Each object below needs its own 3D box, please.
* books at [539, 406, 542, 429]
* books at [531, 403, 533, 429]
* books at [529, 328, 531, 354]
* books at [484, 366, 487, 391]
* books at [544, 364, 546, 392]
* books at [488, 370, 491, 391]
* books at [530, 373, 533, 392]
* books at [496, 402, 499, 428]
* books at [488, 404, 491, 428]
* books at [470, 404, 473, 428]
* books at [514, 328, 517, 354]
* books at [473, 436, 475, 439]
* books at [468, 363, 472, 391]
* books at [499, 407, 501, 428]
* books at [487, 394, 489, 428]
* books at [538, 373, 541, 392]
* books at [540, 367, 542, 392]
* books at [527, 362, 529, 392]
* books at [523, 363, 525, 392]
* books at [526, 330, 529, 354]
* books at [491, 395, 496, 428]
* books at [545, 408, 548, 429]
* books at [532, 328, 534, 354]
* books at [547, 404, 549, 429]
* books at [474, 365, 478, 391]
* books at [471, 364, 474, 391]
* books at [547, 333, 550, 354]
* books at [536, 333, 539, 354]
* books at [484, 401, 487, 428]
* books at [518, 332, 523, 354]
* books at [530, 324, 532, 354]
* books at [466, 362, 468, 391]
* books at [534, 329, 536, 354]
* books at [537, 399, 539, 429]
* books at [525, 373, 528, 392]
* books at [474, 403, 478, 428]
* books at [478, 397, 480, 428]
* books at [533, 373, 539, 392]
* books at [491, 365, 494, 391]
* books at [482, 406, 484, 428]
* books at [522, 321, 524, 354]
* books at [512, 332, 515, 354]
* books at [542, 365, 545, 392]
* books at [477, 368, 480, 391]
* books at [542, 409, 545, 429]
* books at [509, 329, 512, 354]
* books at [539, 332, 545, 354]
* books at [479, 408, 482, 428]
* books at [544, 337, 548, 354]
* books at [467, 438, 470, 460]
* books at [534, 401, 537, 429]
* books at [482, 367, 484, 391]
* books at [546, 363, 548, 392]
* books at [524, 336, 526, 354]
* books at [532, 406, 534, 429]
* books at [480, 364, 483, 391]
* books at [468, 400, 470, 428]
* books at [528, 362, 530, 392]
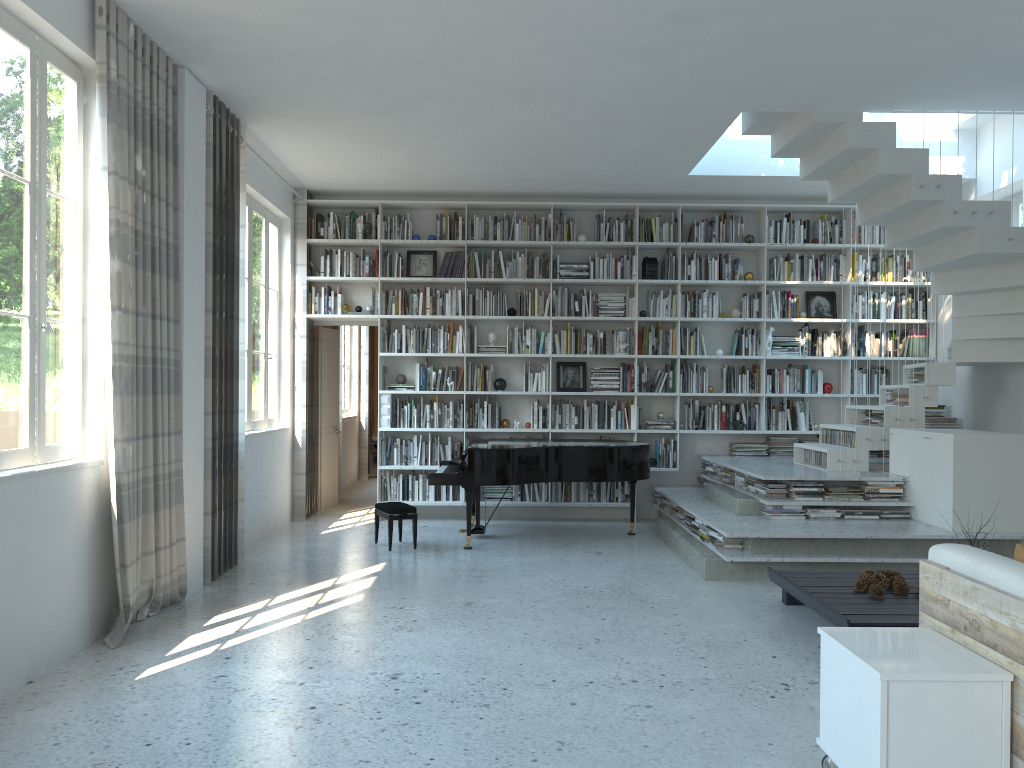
[{"bbox_3d":[0.283,0.334,8.860,0.029,0.221,0.153,0,0,-1],"label":"books"},{"bbox_3d":[0.197,0.317,8.868,0.012,0.254,0.161,0,0,-1],"label":"books"},{"bbox_3d":[0.176,-0.423,8.842,0.012,0.265,0.193,0,0,-1],"label":"books"},{"bbox_3d":[-0.265,-0.050,8.873,0.028,0.248,0.142,0,0,-1],"label":"books"},{"bbox_3d":[0.331,-0.061,8.850,0.011,0.279,0.187,0,0,-1],"label":"books"},{"bbox_3d":[-0.227,-0.034,8.850,0.028,0.216,0.175,0,0,-1],"label":"books"},{"bbox_3d":[0.190,-0.014,8.872,0.030,0.183,0.154,0,0,-1],"label":"books"},{"bbox_3d":[-0.145,0.310,8.850,0.027,0.261,0.163,0,0,-1],"label":"books"},{"bbox_3d":[-0.223,0.320,8.867,0.029,0.241,0.135,0,0,-1],"label":"books"},{"bbox_3d":[-0.405,0.319,8.852,0.030,0.239,0.157,0,0,-1],"label":"books"},{"bbox_3d":[0.036,-0.425,8.859,0.022,0.267,0.151,0,0,-1],"label":"books"},{"bbox_3d":[-0.385,0.668,8.865,0.013,0.288,0.161,0,0,-1],"label":"books"},{"bbox_3d":[-0.419,-0.070,8.855,0.025,0.284,0.145,0,0,-1],"label":"books"},{"bbox_3d":[-0.121,0.335,8.865,0.023,0.212,0.160,0,0,-1],"label":"books"},{"bbox_3d":[-0.243,0.271,8.875,0.013,0.339,0.138,0,0,-1],"label":"books"},{"bbox_3d":[0.274,-0.016,8.863,0.024,0.188,0.172,0,0,-1],"label":"books"},{"bbox_3d":[0.292,-0.044,8.852,0.012,0.244,0.171,0,0,-1],"label":"books"},{"bbox_3d":[0.158,-0.069,8.868,0.011,0.291,0.156,0,0,-1],"label":"books"},{"bbox_3d":[0.121,-0.066,8.861,0.012,0.285,0.159,0,0,-1],"label":"books"},{"bbox_3d":[0.156,-0.414,8.852,0.028,0.247,0.170,0,0,-1],"label":"books"},{"bbox_3d":[-0.183,0.276,8.851,0.050,0.328,0.166,0,0,-1],"label":"books"},{"bbox_3d":[0.340,0.344,8.867,0.024,0.201,0.158,0,0,-1],"label":"books"},{"bbox_3d":[0.205,-0.420,8.852,0.023,0.260,0.170,0,0,-1],"label":"books"},{"bbox_3d":[0.361,0.324,8.894,0.019,0.242,0.107,0,0,-1],"label":"books"},{"bbox_3d":[-0.363,-0.059,8.853,0.036,0.263,0.166,0,0,-1],"label":"books"},{"bbox_3d":[-0.394,-0.065,8.860,0.026,0.275,0.154,0,0,-1],"label":"books"},{"bbox_3d":[0.364,-0.397,8.871,0.026,0.217,0.126,0,0,-1],"label":"books"},{"bbox_3d":[0.251,-0.399,8.873,0.026,0.219,0.150,0,0,-1],"label":"books"},{"bbox_3d":[-0.263,0.305,8.849,0.027,0.269,0.185,0,0,-1],"label":"books"},{"bbox_3d":[0.083,-0.403,8.864,0.048,0.225,0.149,0,0,-1],"label":"books"},{"bbox_3d":[0.188,-0.441,8.851,0.011,0.301,0.178,0,0,-1],"label":"books"},{"bbox_3d":[-0.450,-0.070,8.864,0.012,0.285,0.159,0,0,-1],"label":"books"},{"bbox_3d":[0.227,-0.418,8.872,0.022,0.256,0.152,0,0,-1],"label":"books"},{"bbox_3d":[0.262,0.299,8.868,0.014,0.291,0.132,0,0,-1],"label":"books"},{"bbox_3d":[0.140,-0.016,8.857,0.025,0.186,0.154,0,0,-1],"label":"books"},{"bbox_3d":[-0.357,0.315,8.852,0.042,0.248,0.162,0,0,-1],"label":"books"},{"bbox_3d":[-0.329,0.283,8.851,0.014,0.313,0.166,0,0,-1],"label":"books"},{"bbox_3d":[0.234,-0.017,8.858,0.057,0.188,0.156,0,0,-1],"label":"books"},{"bbox_3d":[-0.199,-0.059,8.865,0.028,0.266,0.144,0,0,-1],"label":"books"},{"bbox_3d":[-0.287,0.332,8.853,0.021,0.215,0.172,0,0,-1],"label":"books"},{"bbox_3d":[0.112,-0.456,8.856,0.010,0.329,0.173,0,0,-1],"label":"books"},{"bbox_3d":[0.012,-0.405,8.874,0.024,0.227,0.137,0,0,-1],"label":"books"},{"bbox_3d":[0.312,-0.056,8.859,0.027,0.269,0.178,0,0,-1],"label":"books"},{"bbox_3d":[-0.333,-0.041,8.857,0.025,0.228,0.153,0,0,-1],"label":"books"},{"bbox_3d":[0.313,0.347,8.881,0.031,0.194,0.142,0,0,-1],"label":"books"},{"bbox_3d":[-0.014,-0.415,8.845,0.030,0.247,0.174,0,0,-1],"label":"books"},{"bbox_3d":[0.294,-0.403,8.850,0.060,0.227,0.179,0,0,-1],"label":"books"},{"bbox_3d":[-0.310,0.342,8.857,0.024,0.196,0.157,0,0,-1],"label":"books"},{"bbox_3d":[0.337,-0.379,8.869,0.027,0.181,0.142,0,0,-1],"label":"books"},{"bbox_3d":[-0.438,0.679,8.869,0.023,0.266,0.134,0,0,-1],"label":"books"},{"bbox_3d":[0.232,0.309,8.858,0.027,0.269,0.159,0,0,-1],"label":"books"},{"bbox_3d":[-0.286,-0.048,8.857,0.014,0.244,0.153,0,0,-1],"label":"books"},{"bbox_3d":[0.347,-0.062,8.853,0.021,0.281,0.162,0,0,-1],"label":"books"},{"bbox_3d":[0.129,-0.385,8.871,0.025,0.189,0.140,0,0,-1],"label":"books"},{"bbox_3d":[0.210,0.331,8.876,0.015,0.225,0.148,0,0,-1],"label":"books"},{"bbox_3d":[-0.306,-0.064,8.836,0.026,0.274,0.190,0,0,-1],"label":"books"},{"bbox_3d":[-0.426,0.297,8.855,0.013,0.283,0.146,0,0,-1],"label":"books"},{"bbox_3d":[0.170,-0.072,8.865,0.012,0.298,0.166,0,0,-1],"label":"books"}]
